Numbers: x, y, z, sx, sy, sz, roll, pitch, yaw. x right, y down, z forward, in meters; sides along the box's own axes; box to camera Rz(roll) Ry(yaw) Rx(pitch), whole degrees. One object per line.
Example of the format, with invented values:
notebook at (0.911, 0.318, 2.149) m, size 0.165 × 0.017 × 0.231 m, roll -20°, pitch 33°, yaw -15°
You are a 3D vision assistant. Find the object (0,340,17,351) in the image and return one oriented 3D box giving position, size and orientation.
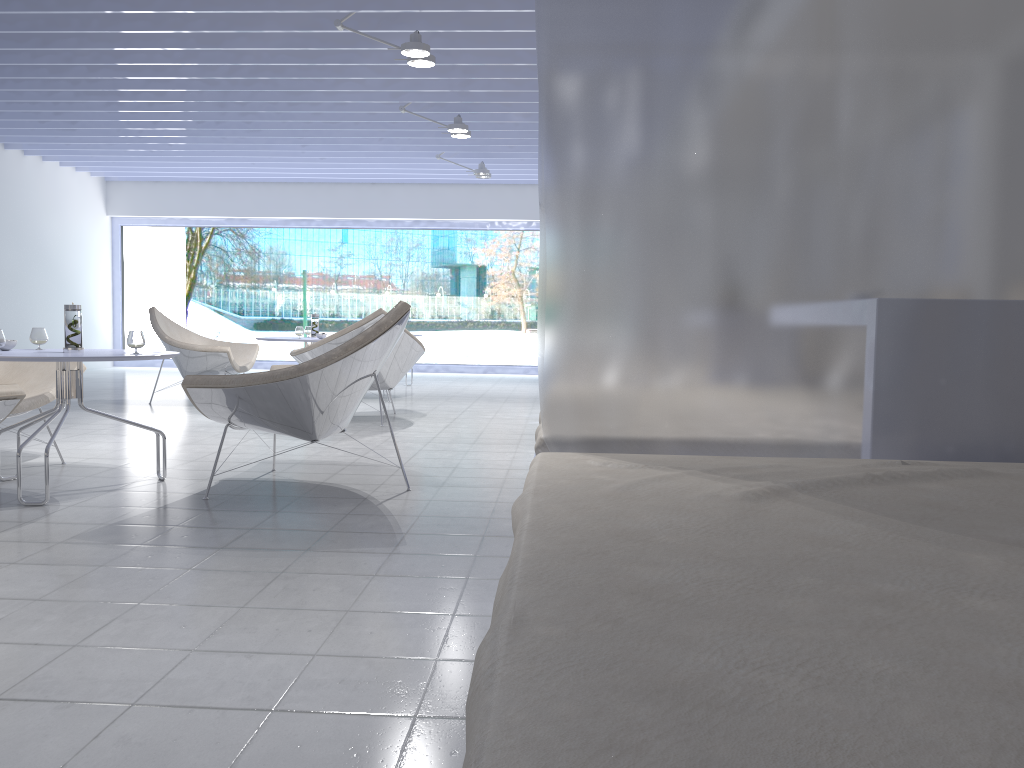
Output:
object at (-2.002, -0.153, 3.504) m, size 0.082 × 0.043 × 0.082 m, roll 1°, pitch 4°, yaw 5°

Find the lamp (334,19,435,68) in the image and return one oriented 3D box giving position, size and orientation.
lamp at (-0.763, -2.050, 5.286) m, size 0.587 × 0.218 × 0.380 m, roll 1°, pitch 4°, yaw 3°

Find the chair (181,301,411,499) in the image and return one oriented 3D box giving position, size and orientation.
chair at (-0.770, 0.039, 3.580) m, size 0.753 × 0.759 × 0.906 m, roll 1°, pitch 4°, yaw 7°

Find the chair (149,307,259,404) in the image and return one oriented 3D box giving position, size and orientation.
chair at (-2.455, -0.219, 6.908) m, size 0.753 × 0.759 × 0.906 m, roll 1°, pitch 4°, yaw -1°

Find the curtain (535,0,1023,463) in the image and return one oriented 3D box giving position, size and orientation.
curtain at (1.042, -0.528, 1.976) m, size 1.998 × 1.559 × 0.125 m, roll 1°, pitch 4°, yaw 2°

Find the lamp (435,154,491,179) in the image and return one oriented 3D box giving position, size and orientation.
lamp at (-0.521, -2.335, 9.469) m, size 0.587 × 0.218 × 0.380 m, roll 1°, pitch 4°, yaw 3°

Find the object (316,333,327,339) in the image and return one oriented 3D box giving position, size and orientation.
object at (-1.404, -0.351, 6.532) m, size 0.082 × 0.043 × 0.082 m, roll -1°, pitch 4°, yaw -28°

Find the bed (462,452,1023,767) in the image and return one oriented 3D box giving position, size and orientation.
bed at (0.974, 0.417, 0.941) m, size 2.016 × 0.427 × 2.200 m, roll 1°, pitch 4°, yaw 3°

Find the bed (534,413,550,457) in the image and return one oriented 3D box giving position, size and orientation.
bed at (1.101, 0.267, 3.144) m, size 2.016 × 0.427 × 2.200 m, roll 1°, pitch 4°, yaw 3°

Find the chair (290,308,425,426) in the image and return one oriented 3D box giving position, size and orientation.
chair at (-0.993, -0.133, 6.015) m, size 0.906 × 0.759 × 0.753 m, roll -1°, pitch 4°, yaw -27°

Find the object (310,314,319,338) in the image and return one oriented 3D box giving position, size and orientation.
object at (-1.513, -0.446, 6.816) m, size 0.075 × 0.189 × 0.075 m, roll 1°, pitch 4°, yaw -5°

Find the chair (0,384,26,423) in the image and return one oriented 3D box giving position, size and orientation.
chair at (-1.996, 0.095, 2.469) m, size 0.906 × 0.759 × 0.753 m, roll 2°, pitch 4°, yaw 18°

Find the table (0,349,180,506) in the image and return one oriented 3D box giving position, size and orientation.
table at (-1.741, 0.143, 3.481) m, size 0.825 × 0.534 × 0.823 m, roll 0°, pitch 4°, yaw -20°

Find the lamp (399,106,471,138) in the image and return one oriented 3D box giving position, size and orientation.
lamp at (-0.643, -2.192, 7.367) m, size 0.587 × 0.218 × 0.380 m, roll 1°, pitch 4°, yaw 3°

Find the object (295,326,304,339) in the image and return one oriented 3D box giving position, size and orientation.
object at (-1.556, -0.376, 6.497) m, size 0.068 × 0.091 × 0.068 m, roll 3°, pitch 5°, yaw 32°

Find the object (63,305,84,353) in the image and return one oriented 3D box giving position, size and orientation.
object at (-1.697, -0.213, 3.432) m, size 0.075 × 0.185 × 0.075 m, roll -2°, pitch 5°, yaw -34°

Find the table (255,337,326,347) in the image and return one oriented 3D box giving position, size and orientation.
table at (-1.547, -0.084, 6.819) m, size 0.825 × 0.534 × 0.823 m, roll 1°, pitch 4°, yaw -6°

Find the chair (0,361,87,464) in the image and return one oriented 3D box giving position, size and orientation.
chair at (-2.471, -0.008, 3.841) m, size 0.753 × 0.759 × 0.906 m, roll 2°, pitch 4°, yaw 21°

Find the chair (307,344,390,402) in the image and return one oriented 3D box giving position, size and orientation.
chair at (-1.257, -0.259, 7.780) m, size 0.906 × 0.759 × 0.753 m, roll 2°, pitch 4°, yaw 14°

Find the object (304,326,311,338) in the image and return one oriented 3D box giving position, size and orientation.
object at (-1.619, -0.416, 7.063) m, size 0.068 × 0.091 × 0.068 m, roll 3°, pitch 4°, yaw 26°

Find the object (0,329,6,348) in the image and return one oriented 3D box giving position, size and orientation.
object at (-1.855, -0.152, 3.181) m, size 0.068 × 0.091 × 0.068 m, roll 0°, pitch 4°, yaw -7°

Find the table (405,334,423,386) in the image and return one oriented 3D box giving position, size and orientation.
table at (-1.372, -0.268, 9.531) m, size 0.823 × 0.534 × 0.825 m, roll -2°, pitch 5°, yaw -40°

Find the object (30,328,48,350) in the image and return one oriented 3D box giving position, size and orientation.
object at (-1.946, -0.186, 3.647) m, size 0.068 × 0.091 × 0.068 m, roll 0°, pitch 4°, yaw -7°

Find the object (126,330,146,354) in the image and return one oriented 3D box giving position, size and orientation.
object at (-1.437, -0.160, 3.389) m, size 0.068 × 0.091 × 0.068 m, roll 0°, pitch 4°, yaw -7°
